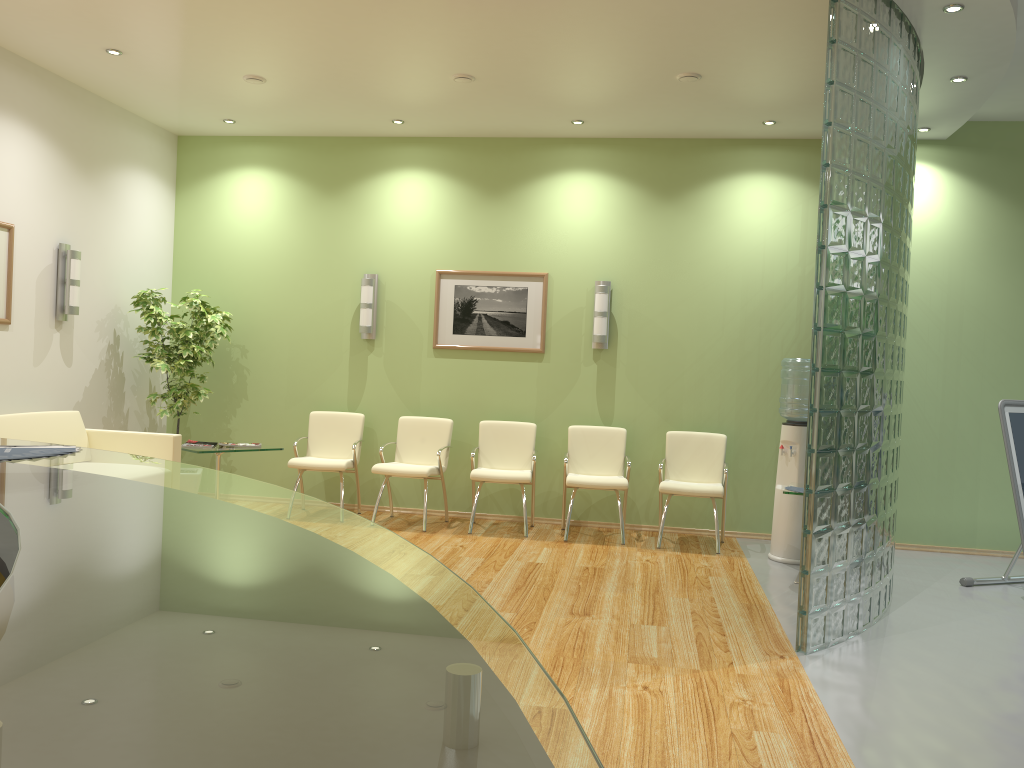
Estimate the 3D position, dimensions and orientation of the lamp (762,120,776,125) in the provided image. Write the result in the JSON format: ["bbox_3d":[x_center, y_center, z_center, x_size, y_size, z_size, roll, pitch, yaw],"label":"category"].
[{"bbox_3d":[2.011,-2.039,6.932,0.105,0.011,0.105,2,1,-10],"label":"lamp"}]

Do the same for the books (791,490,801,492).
[{"bbox_3d":[1.965,0.709,5.858,0.210,0.004,0.150,2,1,-36],"label":"books"}]

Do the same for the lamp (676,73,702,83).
[{"bbox_3d":[1.191,-2.053,5.968,0.167,0.024,0.167,2,1,-8],"label":"lamp"}]

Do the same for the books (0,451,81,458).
[{"bbox_3d":[-0.953,0.127,1.667,0.210,0.004,0.150,3,1,4],"label":"books"}]

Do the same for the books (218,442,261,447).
[{"bbox_3d":[-2.187,0.482,7.140,0.328,0.031,0.230,2,1,-16],"label":"books"}]

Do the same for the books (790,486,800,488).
[{"bbox_3d":[1.963,0.707,5.979,0.210,0.004,0.150,3,1,34],"label":"books"}]

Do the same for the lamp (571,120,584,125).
[{"bbox_3d":[0.530,-2.111,7.163,0.105,0.011,0.105,2,1,-10],"label":"lamp"}]

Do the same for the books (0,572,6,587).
[{"bbox_3d":[-0.936,0.417,1.554,0.062,0.282,0.233,3,1,22],"label":"books"}]

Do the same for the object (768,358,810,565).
[{"bbox_3d":[2.133,0.567,6.624,0.353,1.506,0.353,3,1,16],"label":"object"}]

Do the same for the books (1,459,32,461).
[{"bbox_3d":[-0.982,0.127,1.601,0.210,0.004,0.150,4,1,44],"label":"books"}]

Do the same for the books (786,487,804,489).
[{"bbox_3d":[1.948,0.707,5.945,0.210,0.004,0.150,3,1,14],"label":"books"}]

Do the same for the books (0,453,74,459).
[{"bbox_3d":[-0.956,0.127,1.649,0.210,0.004,0.150,3,1,14],"label":"books"}]

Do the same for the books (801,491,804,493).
[{"bbox_3d":[1.991,0.711,5.833,0.150,0.004,0.210,3,1,34],"label":"books"}]

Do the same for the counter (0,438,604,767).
[{"bbox_3d":[-0.859,0.196,0.313,1.837,0.078,3.674,3,1,-6],"label":"counter"}]

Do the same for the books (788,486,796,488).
[{"bbox_3d":[1.954,0.707,5.963,0.210,0.004,0.150,3,1,24],"label":"books"}]

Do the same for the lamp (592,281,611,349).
[{"bbox_3d":[0.760,-0.592,7.561,0.134,0.580,0.142,3,1,9],"label":"lamp"}]

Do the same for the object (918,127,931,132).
[{"bbox_3d":[3.214,-1.984,6.927,0.105,0.011,0.105,3,1,37],"label":"object"}]

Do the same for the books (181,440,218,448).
[{"bbox_3d":[-2.466,0.472,7.008,0.230,0.031,0.328,2,1,-11],"label":"books"}]

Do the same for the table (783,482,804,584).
[{"bbox_3d":[2.143,1.025,5.979,0.581,0.614,0.581,3,1,23],"label":"table"}]

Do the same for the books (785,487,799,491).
[{"bbox_3d":[1.945,0.707,5.927,0.210,0.004,0.150,3,1,4],"label":"books"}]

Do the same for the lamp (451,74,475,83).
[{"bbox_3d":[-0.340,-2.128,6.208,0.167,0.024,0.167,2,1,-31],"label":"lamp"}]

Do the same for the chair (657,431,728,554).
[{"bbox_3d":[1.440,0.839,7.071,0.536,0.881,0.650,3,1,14],"label":"chair"}]

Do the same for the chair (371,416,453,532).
[{"bbox_3d":[-0.830,0.729,7.429,0.536,0.881,0.650,3,1,14],"label":"chair"}]

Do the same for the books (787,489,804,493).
[{"bbox_3d":[1.956,0.709,5.874,0.210,0.004,0.150,2,1,-26],"label":"books"}]

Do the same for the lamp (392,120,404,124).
[{"bbox_3d":[-0.950,-2.183,7.394,0.105,0.011,0.105,2,1,-10],"label":"lamp"}]

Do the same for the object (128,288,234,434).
[{"bbox_3d":[-2.854,0.123,7.609,0.668,1.900,0.943,3,1,17],"label":"object"}]

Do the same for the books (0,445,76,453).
[{"bbox_3d":[-0.963,0.125,1.720,0.210,0.004,0.150,2,1,-26],"label":"books"}]

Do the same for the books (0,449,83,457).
[{"bbox_3d":[-0.953,0.126,1.685,0.210,0.004,0.150,3,1,-6],"label":"books"}]

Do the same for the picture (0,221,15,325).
[{"bbox_3d":[-3.557,-0.756,5.684,0.025,0.700,1.000,3,1,9],"label":"picture"}]

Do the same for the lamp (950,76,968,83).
[{"bbox_3d":[2.906,-1.977,5.769,0.105,0.011,0.105,3,1,37],"label":"lamp"}]

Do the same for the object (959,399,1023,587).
[{"bbox_3d":[3.541,0.757,5.898,0.848,1.285,0.606,2,1,-21],"label":"object"}]

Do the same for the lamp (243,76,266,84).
[{"bbox_3d":[-1.871,-2.202,6.447,0.167,0.024,0.167,2,1,-31],"label":"lamp"}]

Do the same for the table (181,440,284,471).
[{"bbox_3d":[-2.359,0.798,7.118,0.736,0.614,0.736,4,1,44],"label":"table"}]

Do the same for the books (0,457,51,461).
[{"bbox_3d":[-0.971,0.127,1.616,0.210,0.004,0.150,3,1,34],"label":"books"}]

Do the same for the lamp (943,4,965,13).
[{"bbox_3d":[2.336,-1.984,4.693,0.105,0.011,0.105,3,1,26],"label":"lamp"}]

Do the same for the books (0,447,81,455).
[{"bbox_3d":[-0.957,0.126,1.703,0.210,0.004,0.150,2,1,-16],"label":"books"}]

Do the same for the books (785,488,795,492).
[{"bbox_3d":[1.945,0.708,5.909,0.210,0.004,0.150,3,1,-6],"label":"books"}]

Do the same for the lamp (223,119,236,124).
[{"bbox_3d":[-2.430,-2.255,7.625,0.105,0.011,0.105,3,1,35],"label":"lamp"}]

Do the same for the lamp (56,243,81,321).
[{"bbox_3d":[-3.340,-0.764,6.693,0.142,0.580,0.134,3,1,9],"label":"lamp"}]

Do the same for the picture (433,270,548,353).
[{"bbox_3d":[-0.195,-0.639,7.770,1.000,0.700,0.025,3,1,9],"label":"picture"}]

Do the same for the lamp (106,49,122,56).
[{"bbox_3d":[-2.687,-2.238,5.987,0.105,0.011,0.105,4,1,42],"label":"lamp"}]

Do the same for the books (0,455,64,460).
[{"bbox_3d":[-0.962,0.127,1.632,0.210,0.004,0.150,3,1,24],"label":"books"}]

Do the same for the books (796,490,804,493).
[{"bbox_3d":[1.977,0.710,5.844,0.150,0.004,0.210,4,1,44],"label":"books"}]

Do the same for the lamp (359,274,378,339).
[{"bbox_3d":[-1.280,-0.691,7.880,0.134,0.580,0.142,3,1,9],"label":"lamp"}]
